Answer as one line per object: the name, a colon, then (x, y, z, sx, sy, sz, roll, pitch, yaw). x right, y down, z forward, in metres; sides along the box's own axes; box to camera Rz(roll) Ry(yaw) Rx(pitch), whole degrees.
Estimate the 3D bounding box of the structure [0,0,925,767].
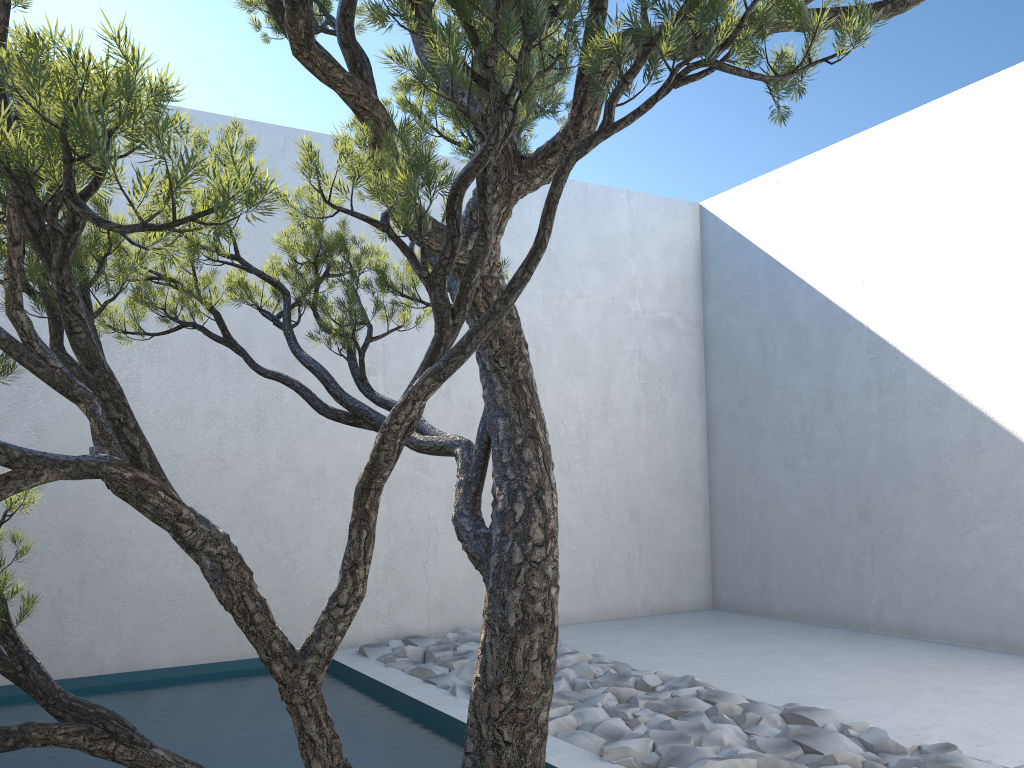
structure: (-0.245, -0.482, 1.604, 2.589, 3.453, 2.530, 2, -5, -36)
